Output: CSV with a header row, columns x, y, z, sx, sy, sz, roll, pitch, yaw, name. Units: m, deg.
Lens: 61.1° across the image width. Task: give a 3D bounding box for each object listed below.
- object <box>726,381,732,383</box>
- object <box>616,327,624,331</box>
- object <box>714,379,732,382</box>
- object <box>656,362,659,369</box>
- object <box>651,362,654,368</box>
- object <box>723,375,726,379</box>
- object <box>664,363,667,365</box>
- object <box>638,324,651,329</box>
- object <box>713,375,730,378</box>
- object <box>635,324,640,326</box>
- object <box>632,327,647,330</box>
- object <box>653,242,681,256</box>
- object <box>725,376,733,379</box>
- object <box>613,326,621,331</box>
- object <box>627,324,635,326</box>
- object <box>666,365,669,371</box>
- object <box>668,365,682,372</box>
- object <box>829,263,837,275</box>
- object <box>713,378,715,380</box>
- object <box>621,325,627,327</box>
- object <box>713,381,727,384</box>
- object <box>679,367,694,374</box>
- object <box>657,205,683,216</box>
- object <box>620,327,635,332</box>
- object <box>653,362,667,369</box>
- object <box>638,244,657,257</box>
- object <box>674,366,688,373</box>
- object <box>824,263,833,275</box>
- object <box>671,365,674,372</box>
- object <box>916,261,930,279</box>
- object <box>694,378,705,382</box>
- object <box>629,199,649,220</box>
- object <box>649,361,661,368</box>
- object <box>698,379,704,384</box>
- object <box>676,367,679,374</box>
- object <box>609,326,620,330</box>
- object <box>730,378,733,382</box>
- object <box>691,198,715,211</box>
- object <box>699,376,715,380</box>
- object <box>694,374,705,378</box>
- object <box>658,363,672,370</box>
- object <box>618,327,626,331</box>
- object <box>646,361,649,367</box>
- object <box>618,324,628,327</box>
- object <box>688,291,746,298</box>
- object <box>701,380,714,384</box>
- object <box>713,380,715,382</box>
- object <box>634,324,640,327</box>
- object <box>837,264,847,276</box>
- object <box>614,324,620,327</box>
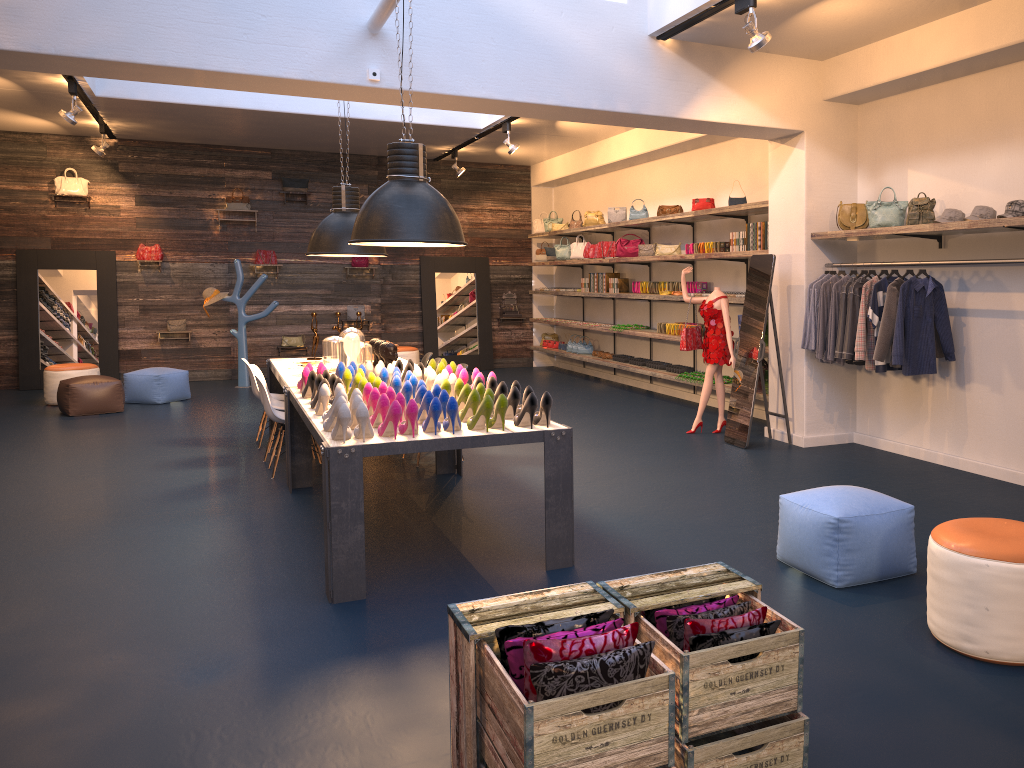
x,y,z,sx,sy,sz,roll,pitch,yaw,name
2.434,-0.012,9.670,0.251,0.058,0.078,-3,6,-29,object
1.491,-0.753,11.820,0.251,0.058,0.078,-3,6,-29,object
2.347,-0.041,9.671,0.249,0.067,0.080,-2,6,-18,object
1.937,-0.232,11.164,0.180,0.087,0.068,1,5,12,object
1.896,-0.247,11.288,0.183,0.087,0.067,1,4,7,object
2.454,-0.067,9.909,0.255,0.074,0.077,-5,7,-37,object
1.955,-0.252,11.098,0.045,0.022,0.012,2,4,14,object
1.787,-0.779,11.813,0.257,0.067,0.078,-6,8,-44,object
2.392,-0.080,10.006,0.230,0.053,0.087,1,6,7,object
1.730,-0.796,11.975,0.255,0.074,0.077,-5,7,-37,object
1.710,-0.742,11.736,0.251,0.058,0.078,-3,6,-29,object
1.922,-1.678,10.801,0.346,0.174,0.243,2,6,19,object
2.455,-0.060,9.821,0.078,0.073,0.256,5,8,44,object
1.476,-0.763,11.908,0.251,0.058,0.078,-3,6,-29,object
1.668,-0.810,12.072,0.230,0.053,0.087,1,6,7,object
2.023,-0.201,10.911,0.191,0.087,0.064,-1,4,-8,object
2.043,-0.194,10.851,0.192,0.087,0.064,-1,4,-10,object
2.896,-0.981,7.837,0.460,0.219,0.009,-3,4,-25,object
2.292,-0.051,9.744,0.248,0.064,0.081,-2,6,-18,object
1.568,-0.780,11.810,0.248,0.064,0.081,-2,6,-18,object
2.270,-0.004,9.593,0.251,0.058,0.078,-3,6,-29,object
2.128,-0.165,10.605,0.184,0.087,0.067,1,4,4,object
1.965,-2.125,10.642,0.374,0.140,0.390,-1,6,-10,object
1.546,-0.733,11.659,0.251,0.058,0.078,-3,6,-29,object
1.917,-0.239,11.224,0.183,0.087,0.067,1,4,7,object
1.762,-1.737,11.281,0.251,0.175,0.112,3,5,29,object
2.086,-0.179,10.726,0.187,0.087,0.066,0,4,-2,object
2.876,-0.988,7.898,0.460,0.219,0.009,-3,4,-25,object
2.065,-0.187,10.789,0.187,0.087,0.066,0,4,-2,object
3.247,-0.866,6.871,0.460,0.219,0.009,-3,4,-25,object
2.164,-0.043,9.922,0.251,0.058,0.078,-3,6,-29,object
1.671,-2.293,11.431,0.267,0.281,0.099,1,4,11,object
1.874,-0.254,11.349,0.184,0.087,0.067,1,4,4,object
2.200,-0.034,9.842,0.251,0.058,0.078,-3,6,-29,object
2.107,-0.172,10.666,0.186,0.087,0.066,0,4,0,object
1.440,-0.773,11.988,0.251,0.058,0.078,-3,6,-29,object
2.511,-0.049,9.747,0.257,0.067,0.078,-6,8,-44,object
2.179,-2.040,9.887,0.269,0.149,0.117,1,5,11,object
2.235,-0.069,9.907,0.250,0.063,0.079,-2,6,-20,object
2.211,-0.088,10.066,0.249,0.067,0.080,-2,6,-18,object
1.957,-0.225,11.104,0.178,0.087,0.069,2,5,16,object
1.532,-0.744,11.746,0.251,0.058,0.078,-3,6,-29,object
1.854,-0.261,11.409,0.186,0.087,0.066,0,4,0,object
1.567,-0.789,11.899,0.248,0.068,0.079,-2,6,-18,object
2.410,-0.998,9.671,0.512,0.060,1.436,-2,7,-19,object
2.215,-0.023,9.754,0.251,0.058,0.078,-3,6,-29,object
2.256,-0.014,9.680,0.251,0.058,0.078,-3,6,-29,object
1.731,-0.787,11.887,0.078,0.073,0.256,5,8,44,object
2.936,-0.969,7.731,0.460,0.219,0.009,-3,4,-25,object
1.512,-0.799,11.972,0.250,0.063,0.079,-2,6,-20,object
